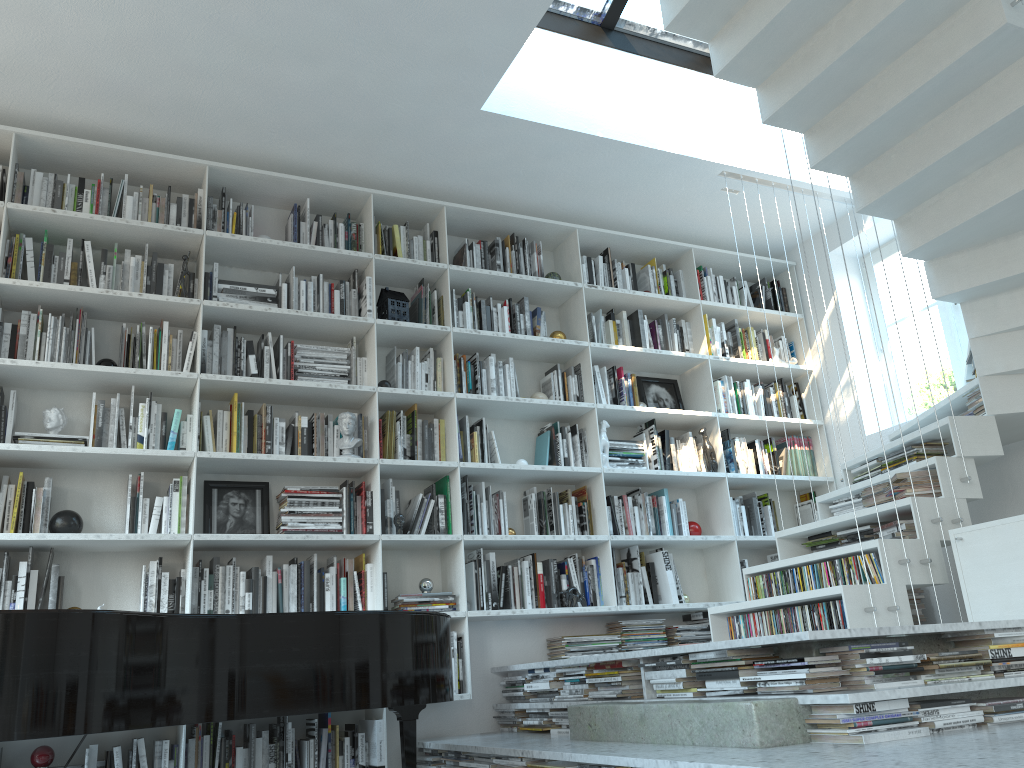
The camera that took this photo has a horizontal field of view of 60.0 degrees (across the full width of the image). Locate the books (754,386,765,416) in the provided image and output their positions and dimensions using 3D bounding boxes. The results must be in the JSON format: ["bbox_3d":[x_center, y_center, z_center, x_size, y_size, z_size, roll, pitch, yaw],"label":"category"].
[{"bbox_3d":[1.549,0.153,5.688,0.045,0.244,0.177,4,-20,-25],"label":"books"}]

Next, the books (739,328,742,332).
[{"bbox_3d":[1.439,-0.220,5.699,0.022,0.241,0.145,4,-20,-25],"label":"books"}]

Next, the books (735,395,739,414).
[{"bbox_3d":[1.371,0.176,5.613,0.027,0.179,0.157,4,-20,-25],"label":"books"}]

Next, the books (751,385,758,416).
[{"bbox_3d":[1.514,0.153,5.695,0.012,0.253,0.161,4,-20,-25],"label":"books"}]

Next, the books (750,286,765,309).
[{"bbox_3d":[1.653,-0.524,6.002,0.068,0.246,0.161,4,-20,-25],"label":"books"}]

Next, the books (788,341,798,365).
[{"bbox_3d":[1.844,-0.154,5.944,0.011,0.216,0.170,4,-20,-25],"label":"books"}]

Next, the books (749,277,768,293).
[{"bbox_3d":[1.697,-0.550,6.037,0.014,0.312,0.162,4,-20,-25],"label":"books"}]

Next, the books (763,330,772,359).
[{"bbox_3d":[1.654,-0.198,5.882,0.023,0.286,0.163,4,-20,-25],"label":"books"}]

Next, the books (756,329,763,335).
[{"bbox_3d":[1.633,-0.199,5.885,0.011,0.293,0.151,4,-20,-25],"label":"books"}]

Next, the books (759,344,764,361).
[{"bbox_3d":[1.597,-0.151,5.847,0.034,0.182,0.157,4,-20,-25],"label":"books"}]

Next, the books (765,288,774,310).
[{"bbox_3d":[1.698,-0.512,5.997,0.012,0.215,0.193,4,-20,-25],"label":"books"}]

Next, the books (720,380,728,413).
[{"bbox_3d":[1.282,0.127,5.570,0.026,0.255,0.174,4,-20,-25],"label":"books"}]

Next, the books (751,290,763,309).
[{"bbox_3d":[1.621,-0.507,5.960,0.024,0.192,0.187,4,-20,-25],"label":"books"}]

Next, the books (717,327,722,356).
[{"bbox_3d":[1.260,-0.230,5.600,0.049,0.223,0.162,4,-20,-25],"label":"books"}]

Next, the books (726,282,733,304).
[{"bbox_3d":[1.406,-0.540,5.882,0.025,0.236,0.144,4,-20,-25],"label":"books"}]

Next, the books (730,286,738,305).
[{"bbox_3d":[1.441,-0.522,5.897,0.026,0.207,0.163,4,-20,-25],"label":"books"}]

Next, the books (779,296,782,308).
[{"bbox_3d":[1.772,-0.487,6.037,0.036,0.182,0.162,4,-20,-25],"label":"books"}]

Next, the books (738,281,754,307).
[{"bbox_3d":[1.565,-0.542,5.976,0.069,0.276,0.132,4,-20,-25],"label":"books"}]

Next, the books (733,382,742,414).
[{"bbox_3d":[1.392,0.135,5.622,0.013,0.259,0.159,4,-20,-25],"label":"books"}]

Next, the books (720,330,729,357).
[{"bbox_3d":[1.296,-0.215,5.606,0.024,0.193,0.190,4,-20,-25],"label":"books"}]

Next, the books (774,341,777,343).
[{"bbox_3d":[1.752,-0.155,5.938,0.023,0.227,0.131,4,-20,-25],"label":"books"}]

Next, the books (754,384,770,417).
[{"bbox_3d":[1.576,0.151,5.710,0.023,0.257,0.184,4,-20,-25],"label":"books"}]

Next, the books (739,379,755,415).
[{"bbox_3d":[1.474,0.131,5.667,0.030,0.282,0.167,4,-20,-25],"label":"books"}]

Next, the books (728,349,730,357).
[{"bbox_3d":[1.322,-0.196,5.677,0.038,0.198,0.171,4,-20,-25],"label":"books"}]

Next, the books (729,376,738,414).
[{"bbox_3d":[1.356,0.116,5.611,0.012,0.291,0.166,4,-20,-25],"label":"books"}]

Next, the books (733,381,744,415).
[{"bbox_3d":[1.405,0.134,5.640,0.025,0.270,0.153,4,-20,-25],"label":"books"}]

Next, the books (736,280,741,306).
[{"bbox_3d":[1.475,-0.545,5.925,0.015,0.262,0.143,4,-20,-25],"label":"books"}]

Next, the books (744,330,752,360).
[{"bbox_3d":[1.470,-0.212,5.700,0.013,0.221,0.175,4,-20,-25],"label":"books"}]

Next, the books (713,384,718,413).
[{"bbox_3d":[1.221,0.131,5.557,0.026,0.249,0.161,4,-20,-25],"label":"books"}]

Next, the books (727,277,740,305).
[{"bbox_3d":[1.461,-0.555,5.927,0.012,0.284,0.160,4,-20,-25],"label":"books"}]

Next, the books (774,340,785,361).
[{"bbox_3d":[1.743,-0.158,5.905,0.023,0.213,0.181,4,-20,-25],"label":"books"}]

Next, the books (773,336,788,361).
[{"bbox_3d":[1.781,-0.173,5.940,0.029,0.257,0.163,4,-20,-25],"label":"books"}]

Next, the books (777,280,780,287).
[{"bbox_3d":[1.816,-0.539,6.103,0.014,0.318,0.144,4,-20,-25],"label":"books"}]

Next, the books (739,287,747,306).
[{"bbox_3d":[1.511,-0.519,5.929,0.057,0.211,0.163,4,-20,-25],"label":"books"}]

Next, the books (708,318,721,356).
[{"bbox_3d":[1.230,-0.255,5.581,0.026,0.262,0.190,4,-20,-25],"label":"books"}]

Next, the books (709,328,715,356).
[{"bbox_3d":[1.206,-0.227,5.569,0.024,0.204,0.166,4,-20,-25],"label":"books"}]

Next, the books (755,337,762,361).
[{"bbox_3d":[1.563,-0.176,5.810,0.013,0.212,0.187,4,-20,-25],"label":"books"}]

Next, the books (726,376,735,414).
[{"bbox_3d":[1.336,0.116,5.614,0.022,0.296,0.162,4,-20,-25],"label":"books"}]

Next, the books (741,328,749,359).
[{"bbox_3d":[1.454,-0.217,5.705,0.012,0.237,0.166,4,-20,-25],"label":"books"}]

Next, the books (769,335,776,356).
[{"bbox_3d":[1.699,-0.180,5.893,0.070,0.253,0.155,4,-20,-25],"label":"books"}]

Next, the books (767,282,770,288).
[{"bbox_3d":[1.727,-0.536,6.052,0.012,0.291,0.140,4,-20,-25],"label":"books"}]

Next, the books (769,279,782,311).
[{"bbox_3d":[1.752,-0.542,6.030,0.014,0.285,0.190,4,-20,-25],"label":"books"}]

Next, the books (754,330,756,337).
[{"bbox_3d":[1.567,-0.199,5.850,0.024,0.280,0.154,4,-20,-25],"label":"books"}]

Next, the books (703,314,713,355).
[{"bbox_3d":[1.187,-0.271,5.575,0.010,0.293,0.183,4,-20,-25],"label":"books"}]

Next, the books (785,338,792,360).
[{"bbox_3d":[1.813,-0.165,5.953,0.040,0.245,0.160,4,-20,-25],"label":"books"}]

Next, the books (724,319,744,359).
[{"bbox_3d":[1.409,-0.252,5.684,0.022,0.295,0.152,4,-20,-25],"label":"books"}]

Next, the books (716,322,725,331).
[{"bbox_3d":[1.309,-0.242,5.639,0.023,0.262,0.158,4,-20,-25],"label":"books"}]

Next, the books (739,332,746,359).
[{"bbox_3d":[1.426,-0.206,5.681,0.014,0.205,0.184,4,-20,-25],"label":"books"}]

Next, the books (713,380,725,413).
[{"bbox_3d":[1.255,0.125,5.543,0.023,0.247,0.182,4,-20,-25],"label":"books"}]

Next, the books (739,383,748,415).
[{"bbox_3d":[1.432,0.138,5.640,0.024,0.258,0.157,4,-20,-25],"label":"books"}]

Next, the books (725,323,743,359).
[{"bbox_3d":[1.392,-0.234,5.664,0.023,0.253,0.190,4,-20,-25],"label":"books"}]

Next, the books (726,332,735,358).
[{"bbox_3d":[1.364,-0.210,5.664,0.025,0.211,0.135,4,-20,-25],"label":"books"}]

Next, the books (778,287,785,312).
[{"bbox_3d":[1.791,-0.514,6.060,0.014,0.247,0.185,4,-20,-25],"label":"books"}]

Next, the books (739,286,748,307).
[{"bbox_3d":[1.535,-0.523,5.958,0.010,0.235,0.132,4,-20,-25],"label":"books"}]

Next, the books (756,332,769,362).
[{"bbox_3d":[1.628,-0.192,5.855,0.022,0.260,0.161,4,-20,-25],"label":"books"}]

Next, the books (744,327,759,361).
[{"bbox_3d":[1.485,-0.212,5.734,0.042,0.241,0.248,4,-20,-25],"label":"books"}]

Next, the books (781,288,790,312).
[{"bbox_3d":[1.814,-0.512,6.056,0.025,0.236,0.188,4,-20,-25],"label":"books"}]

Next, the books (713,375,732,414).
[{"bbox_3d":[1.305,0.110,5.571,0.014,0.284,0.186,4,-20,-25],"label":"books"}]

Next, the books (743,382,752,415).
[{"bbox_3d":[1.453,0.137,5.648,0.022,0.262,0.173,4,-20,-25],"label":"books"}]
